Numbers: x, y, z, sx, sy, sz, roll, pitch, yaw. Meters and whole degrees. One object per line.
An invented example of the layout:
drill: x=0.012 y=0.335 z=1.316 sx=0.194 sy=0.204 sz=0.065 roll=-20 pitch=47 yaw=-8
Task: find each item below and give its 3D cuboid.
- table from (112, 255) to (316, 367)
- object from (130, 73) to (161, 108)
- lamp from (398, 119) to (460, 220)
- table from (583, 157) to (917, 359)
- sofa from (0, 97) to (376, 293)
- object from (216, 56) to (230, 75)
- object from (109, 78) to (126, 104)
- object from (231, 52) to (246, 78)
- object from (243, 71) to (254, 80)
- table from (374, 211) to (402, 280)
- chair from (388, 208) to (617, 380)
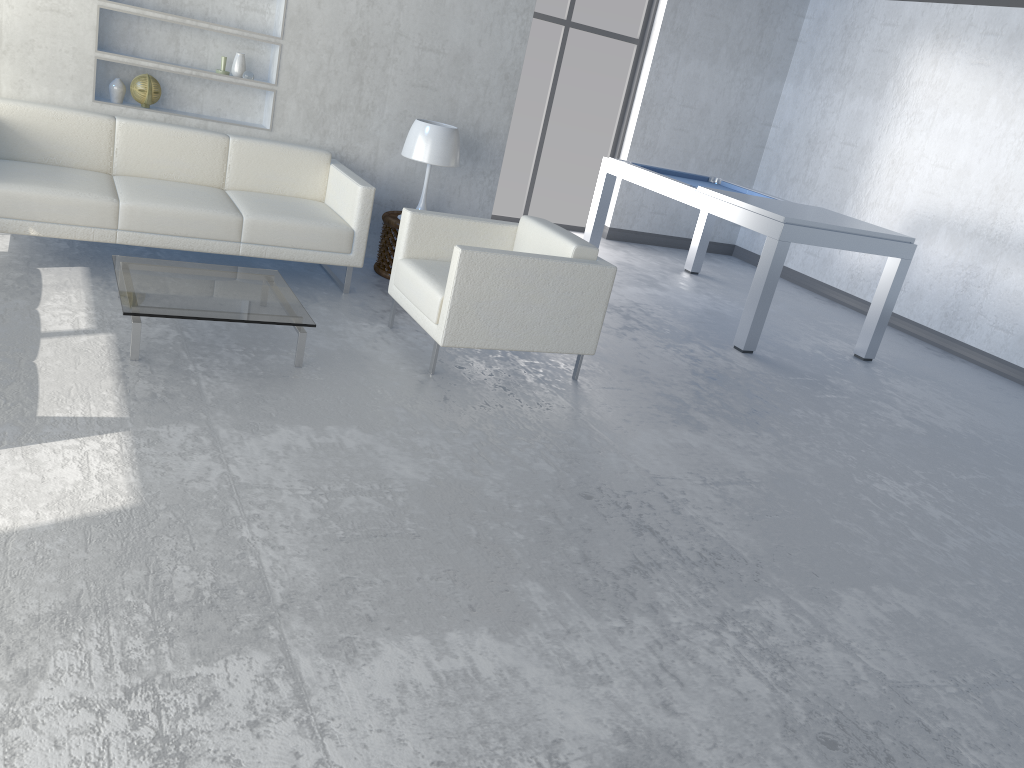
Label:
table: x=-1.308 y=-0.320 z=3.819 sx=0.730 sy=0.190 sz=0.773 roll=2 pitch=22 yaw=-28
object: x=-1.991 y=-1.600 z=4.847 sx=0.163 sy=0.179 sz=0.088 roll=-3 pitch=25 yaw=-37
lamp: x=-0.498 y=-1.250 z=5.263 sx=0.347 sy=0.582 sz=0.347 roll=23 pitch=22 yaw=27
table: x=1.591 y=-0.987 z=6.463 sx=1.180 sy=0.835 sz=2.095 roll=2 pitch=22 yaw=-28
sofa: x=-1.762 y=-0.975 z=4.623 sx=1.881 sy=0.658 sz=0.821 roll=2 pitch=22 yaw=-28
object: x=-1.620 y=-1.789 z=4.979 sx=0.074 sy=0.094 sz=0.074 roll=22 pitch=21 yaw=22
object: x=-2.139 y=-1.591 z=4.807 sx=0.086 sy=0.128 sz=0.086 roll=6 pitch=21 yaw=-18
object: x=-1.540 y=-1.801 z=5.008 sx=0.079 sy=0.130 sz=0.079 roll=1 pitch=23 yaw=-30
object: x=-1.484 y=-1.740 z=4.997 sx=0.064 sy=0.050 sz=0.064 roll=4 pitch=21 yaw=-23
table: x=-0.595 y=-0.827 z=5.418 sx=0.452 sy=0.358 sz=0.452 roll=26 pitch=23 yaw=33
chair: x=-0.086 y=-0.455 z=4.262 sx=0.821 sy=0.662 sz=0.748 roll=2 pitch=22 yaw=-28
